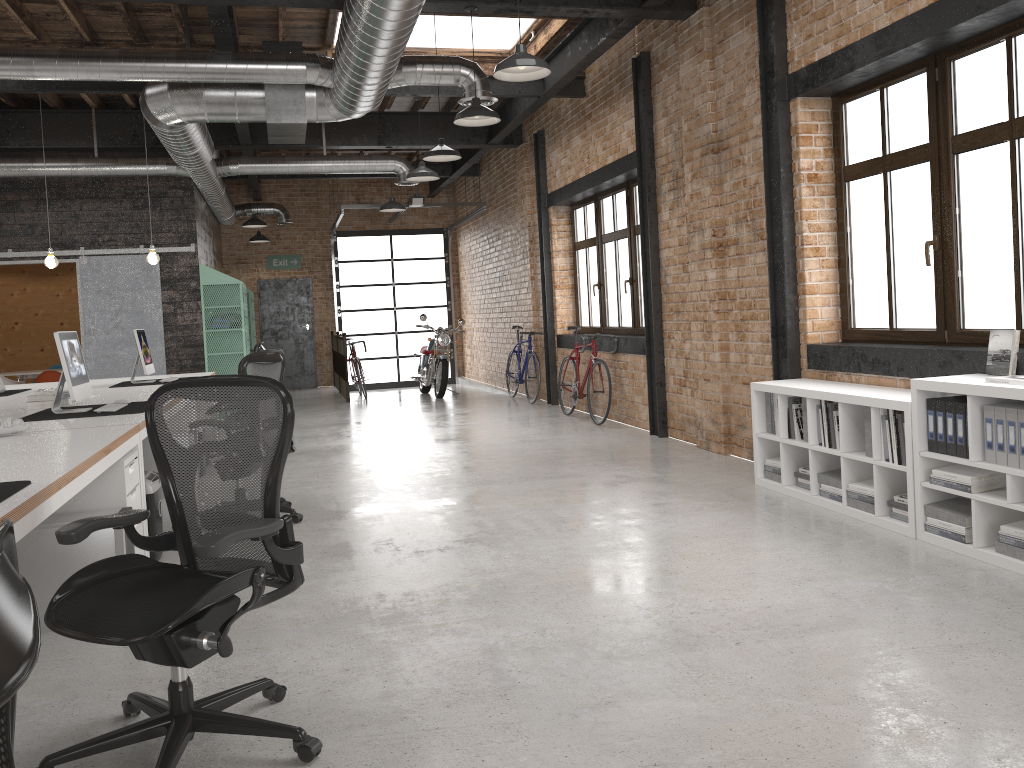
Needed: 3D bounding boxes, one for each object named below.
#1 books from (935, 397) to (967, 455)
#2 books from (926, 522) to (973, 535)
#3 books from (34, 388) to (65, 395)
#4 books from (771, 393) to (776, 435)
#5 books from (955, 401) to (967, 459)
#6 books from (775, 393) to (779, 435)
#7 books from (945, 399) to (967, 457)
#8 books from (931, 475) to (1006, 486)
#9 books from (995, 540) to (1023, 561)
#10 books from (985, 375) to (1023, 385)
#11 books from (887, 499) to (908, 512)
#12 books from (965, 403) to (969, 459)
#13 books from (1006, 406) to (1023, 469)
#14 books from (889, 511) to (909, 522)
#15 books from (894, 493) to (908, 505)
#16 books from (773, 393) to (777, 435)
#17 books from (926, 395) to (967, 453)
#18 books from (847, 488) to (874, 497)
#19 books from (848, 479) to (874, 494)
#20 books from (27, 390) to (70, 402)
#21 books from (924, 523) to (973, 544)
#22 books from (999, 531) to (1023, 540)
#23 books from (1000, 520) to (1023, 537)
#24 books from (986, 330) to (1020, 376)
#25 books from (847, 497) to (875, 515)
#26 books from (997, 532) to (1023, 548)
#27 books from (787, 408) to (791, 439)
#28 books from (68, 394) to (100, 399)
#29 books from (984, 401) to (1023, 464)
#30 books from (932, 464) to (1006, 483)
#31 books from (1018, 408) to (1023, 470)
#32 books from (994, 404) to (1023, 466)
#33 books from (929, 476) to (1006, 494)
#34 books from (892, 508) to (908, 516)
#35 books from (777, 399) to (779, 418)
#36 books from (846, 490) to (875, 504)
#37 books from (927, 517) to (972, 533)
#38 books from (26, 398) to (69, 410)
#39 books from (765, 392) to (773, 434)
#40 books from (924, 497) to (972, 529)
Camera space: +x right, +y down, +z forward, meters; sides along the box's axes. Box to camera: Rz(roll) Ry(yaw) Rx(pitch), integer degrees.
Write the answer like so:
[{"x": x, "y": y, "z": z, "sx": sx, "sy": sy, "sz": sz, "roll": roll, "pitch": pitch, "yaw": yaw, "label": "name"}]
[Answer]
[{"x": 2.173, "y": 0.199, "z": 4.290, "sx": 0.232, "sy": 0.261, "sz": 0.062, "roll": -4, "pitch": 2, "yaw": -14, "label": "books"}, {"x": 2.170, "y": 0.673, "z": 4.255, "sx": 0.219, "sy": 0.034, "sz": 0.260, "roll": -4, "pitch": 5, "yaw": -14, "label": "books"}, {"x": -3.078, "y": 0.048, "z": 5.890, "sx": 0.153, "sy": 0.030, "sz": 0.185, "roll": -4, "pitch": 5, "yaw": -16, "label": "books"}, {"x": 1.825, "y": 0.174, "z": 5.800, "sx": 0.249, "sy": 0.332, "sz": 0.060, "roll": -3, "pitch": 2, "yaw": -9, "label": "books"}, {"x": 2.205, "y": 0.208, "z": 4.165, "sx": 0.232, "sy": 0.261, "sz": 0.062, "roll": -4, "pitch": 2, "yaw": -14, "label": "books"}, {"x": 1.843, "y": 0.191, "z": 5.749, "sx": 0.259, "sy": 0.304, "sz": 0.040, "roll": -4, "pitch": 2, "yaw": -9, "label": "books"}, {"x": 2.189, "y": 0.204, "z": 4.227, "sx": 0.232, "sy": 0.261, "sz": 0.062, "roll": -4, "pitch": 2, "yaw": -14, "label": "books"}, {"x": 2.169, "y": 0.436, "z": 4.202, "sx": 0.219, "sy": 0.034, "sz": 0.260, "roll": -4, "pitch": 5, "yaw": -14, "label": "books"}, {"x": 2.299, "y": 0.720, "z": 3.848, "sx": 0.217, "sy": 0.072, "sz": 0.290, "roll": -4, "pitch": 5, "yaw": -14, "label": "books"}, {"x": 2.283, "y": -0.016, "z": 3.941, "sx": 0.174, "sy": 0.021, "sz": 0.273, "roll": -4, "pitch": 5, "yaw": -14, "label": "books"}, {"x": 2.126, "y": 0.622, "z": 4.578, "sx": 0.222, "sy": 0.055, "sz": 0.282, "roll": -4, "pitch": 5, "yaw": -14, "label": "books"}, {"x": 2.221, "y": 0.212, "z": 4.102, "sx": 0.232, "sy": 0.261, "sz": 0.062, "roll": -4, "pitch": 2, "yaw": -14, "label": "books"}, {"x": 2.285, "y": 0.227, "z": 3.879, "sx": 0.232, "sy": 0.261, "sz": 0.062, "roll": -4, "pitch": 2, "yaw": -14, "label": "books"}, {"x": 2.113, "y": 0.680, "z": 4.578, "sx": 0.184, "sy": 0.049, "sz": 0.262, "roll": -4, "pitch": 5, "yaw": -14, "label": "books"}, {"x": 2.126, "y": 0.591, "z": 4.553, "sx": 0.199, "sy": 0.054, "sz": 0.240, "roll": -4, "pitch": 5, "yaw": -14, "label": "books"}, {"x": 1.838, "y": 0.185, "z": 5.771, "sx": 0.265, "sy": 0.314, "sz": 0.025, "roll": -4, "pitch": 2, "yaw": -9, "label": "books"}, {"x": 2.157, "y": 0.195, "z": 4.352, "sx": 0.232, "sy": 0.261, "sz": 0.062, "roll": -4, "pitch": 2, "yaw": -14, "label": "books"}, {"x": 2.013, "y": 0.577, "z": 4.855, "sx": 0.219, "sy": 0.039, "sz": 0.261, "roll": -4, "pitch": 5, "yaw": -14, "label": "books"}, {"x": 2.012, "y": 0.559, "z": 4.850, "sx": 0.214, "sy": 0.051, "sz": 0.252, "roll": -4, "pitch": 5, "yaw": -14, "label": "books"}, {"x": -3.062, "y": 0.079, "z": 5.894, "sx": 0.193, "sy": 0.044, "sz": 0.258, "roll": -3, "pitch": 5, "yaw": 3, "label": "books"}, {"x": 2.167, "y": 0.698, "z": 4.263, "sx": 0.207, "sy": 0.061, "sz": 0.275, "roll": -4, "pitch": 5, "yaw": -14, "label": "books"}, {"x": 2.296, "y": 0.645, "z": 3.831, "sx": 0.219, "sy": 0.039, "sz": 0.261, "roll": -4, "pitch": 5, "yaw": -14, "label": "books"}, {"x": 2.295, "y": 0.627, "z": 3.826, "sx": 0.214, "sy": 0.051, "sz": 0.252, "roll": -4, "pitch": 5, "yaw": -14, "label": "books"}, {"x": 2.385, "y": -0.152, "z": 4.306, "sx": 0.065, "sy": 0.223, "sz": 0.161, "roll": -4, "pitch": 3, "yaw": -14, "label": "books"}, {"x": 2.016, "y": 0.653, "z": 4.873, "sx": 0.217, "sy": 0.072, "sz": 0.290, "roll": -4, "pitch": 5, "yaw": -14, "label": "books"}, {"x": 2.292, "y": 0.671, "z": 3.838, "sx": 0.207, "sy": 0.067, "sz": 0.276, "roll": -4, "pitch": 5, "yaw": -14, "label": "books"}, {"x": 1.867, "y": 0.176, "z": 5.612, "sx": 0.272, "sy": 0.354, "sz": 0.063, "roll": -3, "pitch": 2, "yaw": -9, "label": "books"}, {"x": -3.252, "y": 0.093, "z": 6.620, "sx": 0.243, "sy": 0.019, "sz": 0.206, "roll": -1, "pitch": 5, "yaw": 23, "label": "books"}, {"x": 2.253, "y": 0.218, "z": 4.003, "sx": 0.232, "sy": 0.261, "sz": 0.062, "roll": -4, "pitch": 2, "yaw": -14, "label": "books"}, {"x": 2.169, "y": 0.418, "z": 4.196, "sx": 0.214, "sy": 0.046, "sz": 0.252, "roll": -4, "pitch": 5, "yaw": -14, "label": "books"}, {"x": 2.301, "y": 0.231, "z": 3.816, "sx": 0.232, "sy": 0.261, "sz": 0.062, "roll": -4, "pitch": 2, "yaw": -14, "label": "books"}, {"x": 2.269, "y": 0.222, "z": 3.942, "sx": 0.232, "sy": 0.261, "sz": 0.062, "roll": -4, "pitch": 2, "yaw": -14, "label": "books"}, {"x": 2.166, "y": 0.462, "z": 4.209, "sx": 0.207, "sy": 0.061, "sz": 0.275, "roll": -4, "pitch": 5, "yaw": -14, "label": "books"}, {"x": 2.107, "y": 0.652, "z": 4.561, "sx": 0.164, "sy": 0.047, "sz": 0.239, "roll": -4, "pitch": 5, "yaw": -14, "label": "books"}, {"x": 1.808, "y": 0.218, "z": 5.704, "sx": 0.182, "sy": 0.262, "sz": 0.057, "roll": -3, "pitch": 2, "yaw": -9, "label": "books"}, {"x": 2.009, "y": 0.603, "z": 4.863, "sx": 0.207, "sy": 0.067, "sz": 0.276, "roll": -4, "pitch": 5, "yaw": -14, "label": "books"}, {"x": 2.170, "y": 0.655, "z": 4.250, "sx": 0.214, "sy": 0.046, "sz": 0.252, "roll": -4, "pitch": 5, "yaw": -14, "label": "books"}, {"x": -3.077, "y": 0.128, "z": 5.875, "sx": 0.200, "sy": 0.050, "sz": 0.272, "roll": -4, "pitch": 5, "yaw": -17, "label": "books"}, {"x": 1.818, "y": 0.160, "z": 5.862, "sx": 0.259, "sy": 0.350, "sz": 0.065, "roll": -3, "pitch": 2, "yaw": -9, "label": "books"}, {"x": 2.167, "y": 0.617, "z": 4.268, "sx": 0.217, "sy": 0.078, "sz": 0.291, "roll": -4, "pitch": 5, "yaw": -14, "label": "books"}]
